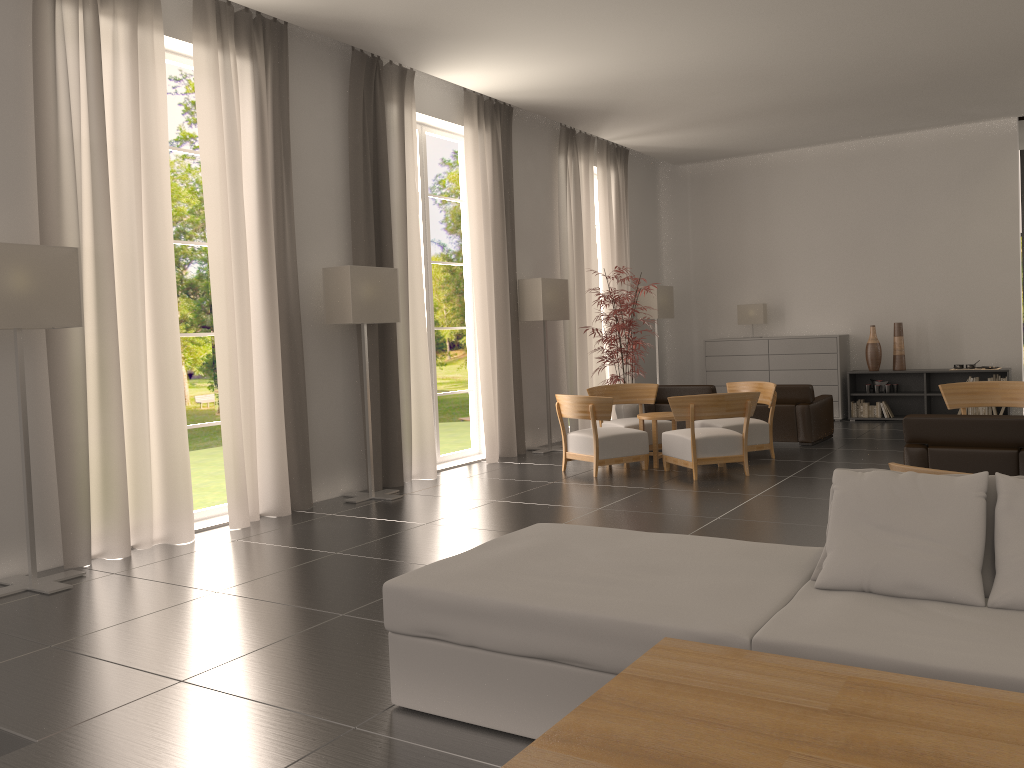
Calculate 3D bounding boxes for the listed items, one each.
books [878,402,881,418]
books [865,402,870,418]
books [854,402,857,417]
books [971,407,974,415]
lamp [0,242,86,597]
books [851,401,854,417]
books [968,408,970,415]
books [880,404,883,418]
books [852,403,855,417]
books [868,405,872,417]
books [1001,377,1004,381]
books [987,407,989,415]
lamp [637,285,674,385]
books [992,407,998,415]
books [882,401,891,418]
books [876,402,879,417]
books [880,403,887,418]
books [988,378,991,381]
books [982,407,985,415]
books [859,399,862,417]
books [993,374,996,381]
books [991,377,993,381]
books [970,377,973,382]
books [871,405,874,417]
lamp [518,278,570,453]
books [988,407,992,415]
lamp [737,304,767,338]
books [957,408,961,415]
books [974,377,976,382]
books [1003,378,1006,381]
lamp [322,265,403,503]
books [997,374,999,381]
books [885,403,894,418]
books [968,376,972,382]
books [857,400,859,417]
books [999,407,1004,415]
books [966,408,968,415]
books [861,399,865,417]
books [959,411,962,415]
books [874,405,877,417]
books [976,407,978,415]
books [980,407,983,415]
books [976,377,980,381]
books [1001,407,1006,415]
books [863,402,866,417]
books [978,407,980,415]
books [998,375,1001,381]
[{"bbox_3d":[7.947,0.556,19.143,0.019,0.324,0.254,-1,3,32],"label":"books"},{"bbox_3d":[7.730,0.564,19.287,0.054,0.311,0.244,-1,3,32],"label":"books"},{"bbox_3d":[7.544,0.565,19.405,0.039,0.312,0.246,-1,3,32],"label":"books"},{"bbox_3d":[9.471,0.541,18.209,0.057,0.327,0.257,-1,3,32],"label":"books"},{"bbox_3d":[-4.562,0.312,8.277,0.908,3.176,1.001,-1,2,32],"label":"lamp"},{"bbox_3d":[7.472,0.552,19.445,0.022,0.338,0.253,-1,3,32],"label":"books"},{"bbox_3d":[9.415,0.517,18.249,0.041,0.376,0.248,-1,3,32],"label":"books"},{"bbox_3d":[7.969,0.565,19.139,0.017,0.305,0.239,-1,3,32],"label":"books"},{"bbox_3d":[7.511,0.568,19.437,0.048,0.305,0.226,-1,3,32],"label":"books"},{"bbox_3d":[7.799,0.592,19.291,0.054,0.249,0.167,-1,3,32],"label":"books"},{"bbox_3d":[9.890,0.028,17.882,0.039,0.312,0.246,-1,3,32],"label":"books"},{"bbox_3d":[9.696,0.533,18.059,0.020,0.341,0.268,-1,3,32],"label":"books"},{"bbox_3d":[3.427,-0.704,20.873,0.908,3.176,1.001,-1,2,32],"label":"lamp"},{"bbox_3d":[9.806,0.541,18.008,0.106,0.325,0.238,-1,3,32],"label":"books"},{"bbox_3d":[8.061,0.541,19.080,0.138,0.354,0.236,-1,3,32],"label":"books"},{"bbox_3d":[7.933,0.552,19.191,0.054,0.328,0.187,-1,3,32],"label":"books"},{"bbox_3d":[8.026,0.558,19.094,0.130,0.322,0.252,-1,3,32],"label":"books"},{"bbox_3d":[9.705,0.030,18.000,0.054,0.311,0.244,-1,3,32],"label":"books"},{"bbox_3d":[9.642,0.501,18.106,0.041,0.404,0.245,-1,3,32],"label":"books"},{"bbox_3d":[7.614,0.527,19.373,0.029,0.385,0.220,-1,3,32],"label":"books"},{"bbox_3d":[9.781,-0.007,17.956,0.039,0.384,0.233,-1,3,32],"label":"books"},{"bbox_3d":[9.747,0.026,17.978,0.039,0.318,0.236,-1,3,32],"label":"books"},{"bbox_3d":[9.403,0.029,18.187,0.130,0.322,0.252,-1,3,32],"label":"books"},{"bbox_3d":[7.845,0.592,19.261,0.054,0.249,0.167,-1,3,32],"label":"books"},{"bbox_3d":[0.646,-0.350,16.488,0.908,3.176,1.001,-1,2,32],"label":"lamp"},{"bbox_3d":[9.749,0.528,18.068,0.057,0.346,0.197,-1,3,32],"label":"books"},{"bbox_3d":[5.700,-1.492,21.026,0.619,0.795,0.310,-1,3,32],"label":"lamp"},{"bbox_3d":[9.278,0.528,18.336,0.154,0.360,0.250,-1,3,32],"label":"books"},{"bbox_3d":[9.481,0.026,18.136,0.019,0.324,0.254,-1,3,32],"label":"books"},{"bbox_3d":[9.934,0.031,17.866,0.048,0.305,0.226,-1,3,32],"label":"books"},{"bbox_3d":[-2.016,-0.012,12.291,0.908,3.176,1.001,-1,2,32],"label":"lamp"},{"bbox_3d":[9.831,-0.008,17.932,0.029,0.385,0.220,-1,3,32],"label":"books"},{"bbox_3d":[8.108,0.572,19.043,0.142,0.289,0.252,-1,3,32],"label":"books"},{"bbox_3d":[9.376,0.012,18.213,0.138,0.354,0.236,-1,3,32],"label":"books"},{"bbox_3d":[7.587,0.541,19.397,0.039,0.357,0.210,-1,3,32],"label":"books"},{"bbox_3d":[9.915,0.523,17.931,0.154,0.360,0.250,-1,3,32],"label":"books"},{"bbox_3d":[9.364,0.535,18.272,0.071,0.344,0.265,-1,3,32],"label":"books"},{"bbox_3d":[7.656,0.528,19.339,0.039,0.384,0.233,-1,3,32],"label":"books"},{"bbox_3d":[9.301,0.522,18.319,0.156,0.371,0.252,-1,3,32],"label":"books"},{"bbox_3d":[7.893,0.591,19.231,0.054,0.249,0.167,-1,3,32],"label":"books"},{"bbox_3d":[9.543,0.501,18.176,0.031,0.406,0.231,-1,3,32],"label":"books"},{"bbox_3d":[9.607,0.536,18.128,0.041,0.335,0.248,-1,3,32],"label":"books"},{"bbox_3d":[9.531,0.021,18.144,0.054,0.328,0.187,-1,3,32],"label":"books"},{"bbox_3d":[9.939,0.517,17.914,0.156,0.371,0.252,-1,3,32],"label":"books"},{"bbox_3d":[7.691,0.560,19.317,0.039,0.318,0.236,-1,3,32],"label":"books"},{"bbox_3d":[9.578,0.515,18.161,0.041,0.376,0.221,-1,3,32],"label":"books"},{"bbox_3d":[9.864,0.005,17.918,0.039,0.357,0.210,-1,3,32],"label":"books"}]
